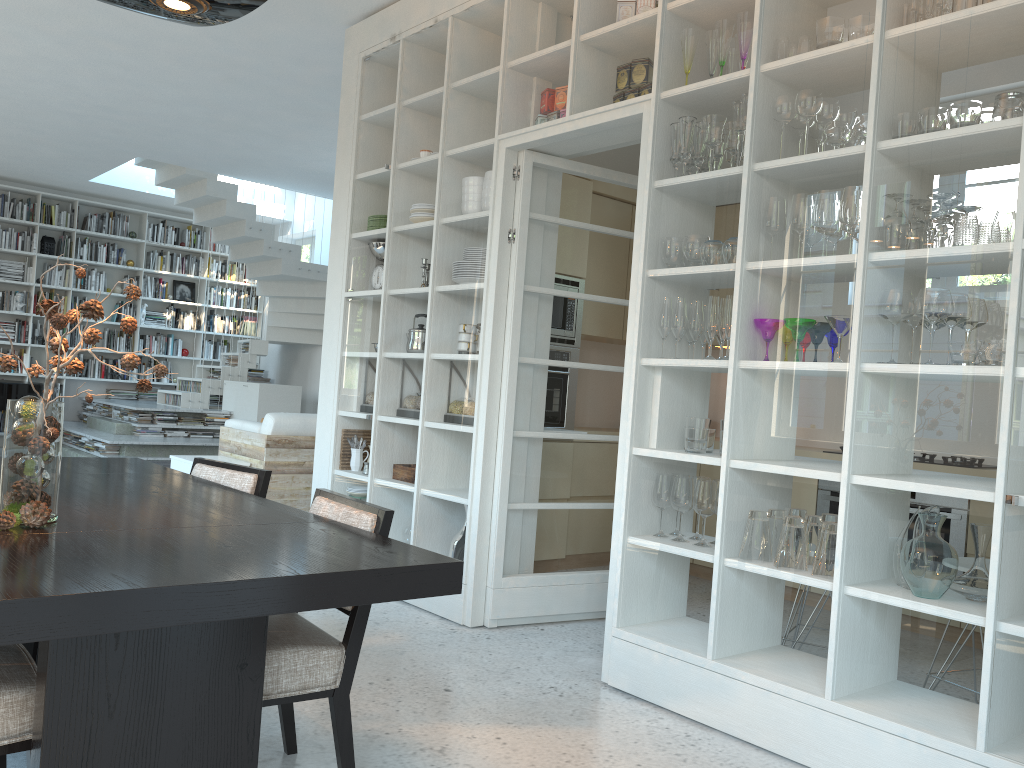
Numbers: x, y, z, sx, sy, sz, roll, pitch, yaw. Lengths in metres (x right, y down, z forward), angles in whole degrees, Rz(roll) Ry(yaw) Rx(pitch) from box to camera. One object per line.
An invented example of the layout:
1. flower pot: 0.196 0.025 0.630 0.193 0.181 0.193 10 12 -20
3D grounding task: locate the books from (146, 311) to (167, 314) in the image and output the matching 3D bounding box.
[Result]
1. books: -4.799 -0.953 11.873 0.285 0.012 0.159 5 -1 -42

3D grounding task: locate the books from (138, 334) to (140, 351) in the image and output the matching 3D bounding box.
1. books: -4.972 -0.538 11.758 0.012 0.254 0.161 4 0 -40

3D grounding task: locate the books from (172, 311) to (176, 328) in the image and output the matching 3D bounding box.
1. books: -4.613 -0.868 12.016 0.030 0.236 0.179 4 0 -40

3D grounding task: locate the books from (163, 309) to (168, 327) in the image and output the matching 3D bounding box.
1. books: -4.684 -0.883 11.968 0.012 0.254 0.161 4 0 -40

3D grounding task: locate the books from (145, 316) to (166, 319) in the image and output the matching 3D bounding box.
1. books: -4.802 -0.893 11.871 0.285 0.012 0.159 5 -1 -43

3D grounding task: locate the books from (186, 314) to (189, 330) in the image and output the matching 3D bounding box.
1. books: -4.474 -0.845 12.161 0.025 0.213 0.155 4 0 -40

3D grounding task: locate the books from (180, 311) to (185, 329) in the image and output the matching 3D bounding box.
1. books: -4.521 -0.867 12.131 0.031 0.250 0.133 4 0 -40

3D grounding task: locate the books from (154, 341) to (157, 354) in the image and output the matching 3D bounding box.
1. books: -4.804 -0.488 11.877 0.027 0.181 0.186 4 0 -40

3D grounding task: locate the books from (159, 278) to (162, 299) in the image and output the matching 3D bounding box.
1. books: -4.736 -1.272 11.892 0.014 0.285 0.175 4 0 -40

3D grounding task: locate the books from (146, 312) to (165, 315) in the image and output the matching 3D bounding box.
1. books: -4.800 -0.941 11.873 0.254 0.012 0.161 5 -1 -38

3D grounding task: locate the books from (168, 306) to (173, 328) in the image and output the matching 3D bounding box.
1. books: -4.630 -0.902 11.991 0.011 0.300 0.184 4 0 -40

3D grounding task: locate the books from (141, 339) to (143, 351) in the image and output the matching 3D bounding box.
1. books: -4.936 -0.500 11.773 0.022 0.184 0.162 4 0 -40

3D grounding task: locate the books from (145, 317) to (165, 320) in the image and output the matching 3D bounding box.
1. books: -4.800 -0.881 11.868 0.254 0.012 0.161 5 -1 -35

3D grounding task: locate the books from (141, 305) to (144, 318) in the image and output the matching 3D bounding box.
1. books: -4.934 -0.910 11.769 0.028 0.267 0.137 4 0 -40

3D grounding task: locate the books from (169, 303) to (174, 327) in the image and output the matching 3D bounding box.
1. books: -4.620 -0.920 11.997 0.010 0.339 0.180 4 0 -40

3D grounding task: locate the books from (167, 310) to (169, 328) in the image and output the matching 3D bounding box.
1. books: -4.682 -0.879 11.992 0.023 0.247 0.137 4 0 -40

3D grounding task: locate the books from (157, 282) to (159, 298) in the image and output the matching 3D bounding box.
1. books: -4.769 -1.266 11.884 0.020 0.267 0.152 4 0 -40

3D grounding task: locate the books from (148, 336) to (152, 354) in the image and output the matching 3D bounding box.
1. books: -4.847 -0.524 11.834 0.045 0.246 0.185 4 0 -40

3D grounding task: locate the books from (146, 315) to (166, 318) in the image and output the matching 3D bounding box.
1. books: -4.802 -0.905 11.873 0.285 0.012 0.159 5 -1 -38

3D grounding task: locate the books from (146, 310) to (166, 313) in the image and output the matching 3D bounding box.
1. books: -4.798 -0.965 11.873 0.285 0.012 0.159 5 -1 -38

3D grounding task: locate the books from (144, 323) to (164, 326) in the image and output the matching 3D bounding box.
1. books: -4.810 -0.796 11.868 0.254 0.012 0.161 5 -1 -44

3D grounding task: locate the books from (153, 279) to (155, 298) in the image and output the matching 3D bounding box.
1. books: -4.809 -1.270 11.864 0.043 0.269 0.131 4 0 -40

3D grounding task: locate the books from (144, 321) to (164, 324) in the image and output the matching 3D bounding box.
1. books: -4.808 -0.820 11.867 0.254 0.012 0.161 5 -1 -36

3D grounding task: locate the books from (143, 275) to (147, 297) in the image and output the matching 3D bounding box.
1. books: -4.891 -1.293 11.775 0.015 0.301 0.140 4 0 -40

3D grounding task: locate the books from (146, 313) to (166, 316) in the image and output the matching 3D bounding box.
1. books: -4.801 -0.929 11.873 0.285 0.012 0.159 5 -1 -38

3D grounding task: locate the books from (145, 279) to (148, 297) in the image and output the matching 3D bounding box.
1. books: -4.878 -1.265 11.777 0.011 0.248 0.155 4 0 -40

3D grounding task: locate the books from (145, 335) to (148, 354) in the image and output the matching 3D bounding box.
1. books: -4.892 -0.528 11.819 0.024 0.247 0.143 4 0 -40

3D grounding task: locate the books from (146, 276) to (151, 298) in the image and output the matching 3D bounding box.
1. books: -4.851 -1.284 11.806 0.065 0.289 0.145 4 0 -40

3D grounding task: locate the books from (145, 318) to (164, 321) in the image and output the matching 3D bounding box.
1. books: -4.803 -0.856 11.867 0.161 0.012 0.254 4 -1 45

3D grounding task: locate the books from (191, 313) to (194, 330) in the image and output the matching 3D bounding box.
1. books: -4.418 -0.853 12.180 0.041 0.239 0.176 4 0 -40

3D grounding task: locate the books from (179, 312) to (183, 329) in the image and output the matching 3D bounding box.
1. books: -4.534 -0.864 12.097 0.031 0.242 0.147 4 0 -40

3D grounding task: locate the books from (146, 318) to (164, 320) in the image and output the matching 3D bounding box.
1. books: -4.810 -0.869 11.875 0.254 0.012 0.161 5 -1 -40

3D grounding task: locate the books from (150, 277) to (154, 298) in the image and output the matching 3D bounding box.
1. books: -4.823 -1.279 11.838 0.012 0.285 0.159 4 0 -40

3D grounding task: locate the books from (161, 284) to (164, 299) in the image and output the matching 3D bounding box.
1. books: -4.723 -1.235 11.910 0.033 0.213 0.152 4 0 -40

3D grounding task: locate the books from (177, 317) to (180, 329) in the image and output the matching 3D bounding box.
1. books: -4.562 -0.884 12.100 0.010 0.278 0.129 4 0 -40

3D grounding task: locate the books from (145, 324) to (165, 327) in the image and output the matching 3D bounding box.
1. books: -4.811 -0.784 11.867 0.285 0.012 0.159 5 -1 -36

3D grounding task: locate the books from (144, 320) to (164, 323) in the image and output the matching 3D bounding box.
1. books: -4.810 -0.833 11.871 0.254 0.012 0.161 5 -1 -38

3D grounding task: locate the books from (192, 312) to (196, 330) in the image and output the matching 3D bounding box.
1. books: -4.402 -0.860 12.212 0.024 0.255 0.145 4 0 -40

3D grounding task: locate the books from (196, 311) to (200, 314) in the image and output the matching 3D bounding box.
1. books: -4.353 -0.870 12.273 0.029 0.283 0.138 4 0 -40

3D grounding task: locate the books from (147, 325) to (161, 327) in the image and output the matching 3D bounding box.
1. books: -4.810 -0.772 11.865 0.159 0.012 0.285 4 -1 45

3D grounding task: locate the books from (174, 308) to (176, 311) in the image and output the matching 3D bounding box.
1. books: -4.606 -0.889 12.043 0.013 0.280 0.131 4 0 -40

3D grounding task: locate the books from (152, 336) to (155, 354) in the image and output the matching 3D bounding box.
1. books: -4.830 -0.519 11.869 0.026 0.239 0.177 4 0 -40

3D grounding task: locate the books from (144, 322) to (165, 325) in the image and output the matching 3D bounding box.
1. books: -4.808 -0.808 11.865 0.285 0.012 0.159 5 -1 -35

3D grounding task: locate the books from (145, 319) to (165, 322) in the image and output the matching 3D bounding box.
1. books: -4.809 -0.844 11.872 0.285 0.012 0.159 5 -1 -42

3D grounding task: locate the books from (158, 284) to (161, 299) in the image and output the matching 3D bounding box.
1. books: -4.742 -1.234 11.874 0.013 0.207 0.189 4 0 -40

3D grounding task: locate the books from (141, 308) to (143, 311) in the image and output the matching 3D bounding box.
1. books: -4.937 -0.888 11.729 0.027 0.221 0.184 4 0 -40

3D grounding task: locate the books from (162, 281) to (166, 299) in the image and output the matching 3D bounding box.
1. books: -4.701 -1.253 11.927 0.021 0.253 0.166 4 0 -40

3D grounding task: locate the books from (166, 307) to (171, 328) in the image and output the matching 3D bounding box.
1. books: -4.656 -0.896 12.004 0.012 0.285 0.159 4 0 -40

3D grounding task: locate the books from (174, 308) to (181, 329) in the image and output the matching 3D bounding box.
1. books: -4.570 -0.887 12.057 0.059 0.282 0.167 4 0 -40

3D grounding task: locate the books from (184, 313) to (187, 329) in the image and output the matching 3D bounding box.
1. books: -4.498 -0.858 12.149 0.028 0.235 0.129 4 0 -40

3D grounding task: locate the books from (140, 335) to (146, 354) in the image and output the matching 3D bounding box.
1. books: -4.912 -0.528 11.788 0.047 0.244 0.177 4 0 -40

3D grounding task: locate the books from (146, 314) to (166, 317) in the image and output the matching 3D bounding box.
1. books: -4.797 -0.917 11.867 0.159 0.012 0.285 4 -1 45

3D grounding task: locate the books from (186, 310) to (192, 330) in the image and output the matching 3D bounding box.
1. books: -4.439 -0.871 12.158 0.021 0.271 0.191 4 0 -40

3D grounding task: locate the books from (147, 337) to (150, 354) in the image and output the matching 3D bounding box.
1. books: -4.871 -0.514 11.821 0.011 0.223 0.162 4 0 -40

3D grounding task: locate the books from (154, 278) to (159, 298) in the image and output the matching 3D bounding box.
1. books: -4.772 -1.276 11.863 0.012 0.287 0.176 4 0 -40

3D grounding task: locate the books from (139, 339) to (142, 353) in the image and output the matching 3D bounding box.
1. books: -4.954 -0.503 11.761 0.023 0.186 0.159 4 0 -40

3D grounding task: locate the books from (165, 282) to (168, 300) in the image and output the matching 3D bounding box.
1. books: -4.677 -1.247 11.935 0.026 0.244 0.177 4 0 -40
